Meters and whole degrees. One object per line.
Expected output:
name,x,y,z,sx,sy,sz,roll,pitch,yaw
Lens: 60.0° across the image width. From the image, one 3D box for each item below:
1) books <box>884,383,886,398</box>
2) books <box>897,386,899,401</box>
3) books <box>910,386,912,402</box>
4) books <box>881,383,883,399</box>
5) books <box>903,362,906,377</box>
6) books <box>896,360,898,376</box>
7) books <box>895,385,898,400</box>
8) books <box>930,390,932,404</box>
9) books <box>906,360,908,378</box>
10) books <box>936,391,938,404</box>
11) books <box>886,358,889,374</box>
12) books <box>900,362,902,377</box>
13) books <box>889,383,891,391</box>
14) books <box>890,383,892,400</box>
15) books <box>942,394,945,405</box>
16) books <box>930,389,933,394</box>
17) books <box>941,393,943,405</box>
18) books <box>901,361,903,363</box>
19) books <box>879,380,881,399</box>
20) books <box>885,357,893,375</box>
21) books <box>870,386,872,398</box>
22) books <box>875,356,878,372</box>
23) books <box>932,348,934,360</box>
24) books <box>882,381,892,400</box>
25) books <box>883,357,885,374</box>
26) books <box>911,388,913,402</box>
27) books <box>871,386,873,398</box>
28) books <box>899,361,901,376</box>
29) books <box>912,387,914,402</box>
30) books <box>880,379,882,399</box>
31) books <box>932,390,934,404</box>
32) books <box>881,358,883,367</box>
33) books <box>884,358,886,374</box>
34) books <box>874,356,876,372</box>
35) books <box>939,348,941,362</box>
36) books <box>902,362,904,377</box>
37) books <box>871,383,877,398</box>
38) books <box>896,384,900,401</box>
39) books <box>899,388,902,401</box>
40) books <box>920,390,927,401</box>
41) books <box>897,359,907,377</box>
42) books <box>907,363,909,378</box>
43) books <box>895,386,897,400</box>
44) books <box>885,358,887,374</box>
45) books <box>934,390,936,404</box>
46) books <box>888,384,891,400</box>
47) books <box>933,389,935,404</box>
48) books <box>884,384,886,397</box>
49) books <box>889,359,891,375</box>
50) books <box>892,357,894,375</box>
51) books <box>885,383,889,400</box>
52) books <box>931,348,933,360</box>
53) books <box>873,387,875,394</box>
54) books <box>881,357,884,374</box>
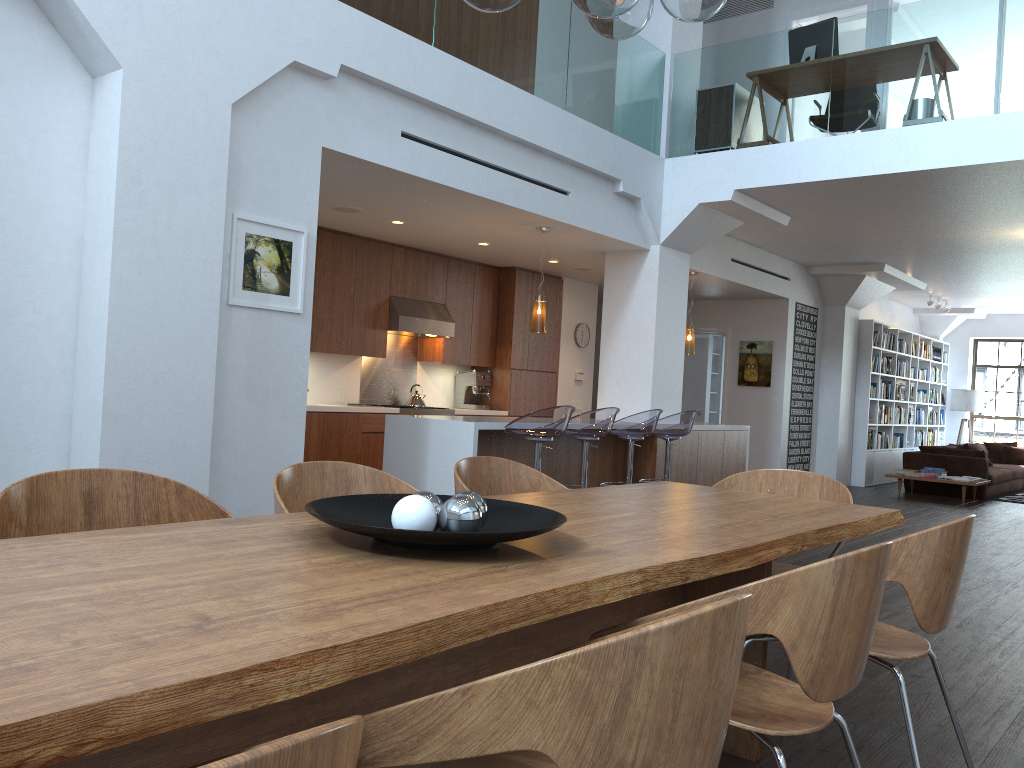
books,5.604,0.105,13.523,0.182,0.253,0.034,3,-1,39
books,6.013,0.146,13.988,0.161,0.223,0.032,3,-1,39
books,6.453,0.162,14.539,0.174,0.251,0.051,3,-1,39
books,5.486,0.104,13.342,0.174,0.239,0.045,3,-1,39
books,6.199,-0.228,14.203,0.174,0.239,0.045,3,-1,39
books,5.940,-0.252,13.870,0.182,0.253,0.034,3,-1,39
books,5.963,0.135,13.932,0.174,0.240,0.054,3,-1,39
books,7.230,0.220,15.503,0.174,0.240,0.054,3,-1,39
books,6.279,-0.245,14.316,0.197,0.283,0.065,3,-1,39
books,7.501,0.240,15.851,0.174,0.236,0.142,3,-1,38
books,5.642,-0.271,13.535,0.183,0.253,0.042,3,-1,39
books,6.082,-0.231,14.068,0.167,0.230,0.037,3,-1,39
books,5.727,0.113,13.647,0.182,0.253,0.034,3,-1,39
books,5.757,0.115,13.667,0.182,0.253,0.034,3,-1,39
books,7.804,0.271,16.215,0.182,0.215,0.188,3,-1,39
books,7.293,0.217,15.597,0.183,0.253,0.042,3,-1,39
books,7.740,0.270,16.150,0.167,0.210,0.162,3,-1,39
books,6.138,-0.237,14.134,0.159,0.250,0.026,3,-1,39
books,5.393,0.075,13.242,0.197,0.283,0.065,3,-1,39
books,5.779,-0.277,13.716,0.198,0.284,0.049,3,-1,39
books,5.177,0.114,12.940,0.128,0.178,0.022,3,-1,39
books,5.286,-0.289,13.066,0.174,0.242,0.105,3,-1,39
books,7.299,-0.520,15.534,0.161,0.223,0.032,3,-1,39
books,5.789,0.099,13.722,0.176,0.294,0.102,3,-1,39
books,5.546,-0.280,13.417,0.180,0.259,0.042,3,-1,39
books,6.500,0.180,14.592,0.161,0.223,0.030,3,-1,39
books,5.200,0.113,12.982,0.134,0.184,0.030,3,-1,39
books,6.045,-0.245,14.008,0.182,0.253,0.034,3,-1,39
books,6.557,0.172,14.679,0.171,0.246,0.036,3,-1,39
books,5.435,0.075,13.286,0.176,0.290,0.053,3,-1,39
books,7.341,0.224,15.652,0.171,0.246,0.039,3,-1,39
books,5.438,-0.275,13.277,0.174,0.236,0.142,3,-1,39
books,5.572,-0.274,13.446,0.160,0.251,0.039,3,-1,39
books,5.256,-0.290,13.039,0.172,0.239,0.093,3,-1,39
books,7.580,-0.516,15.908,0.183,0.253,0.042,3,-1,39
books,6.165,-0.233,14.165,0.170,0.245,0.057,3,-1,39
books,5.321,0.097,13.125,0.140,0.231,0.042,3,-1,39
books,6.026,0.132,14.026,0.183,0.253,0.042,3,-1,39
books,6.109,0.162,14.113,0.161,0.207,0.135,3,-1,38
books,7.083,0.214,15.310,0.140,0.231,0.042,3,-1,39
books,6.245,-0.250,14.266,0.176,0.290,0.053,3,-1,39
books,6.335,-0.224,14.364,0.159,0.250,0.026,3,-1,39
books,5.934,0.141,13.899,0.161,0.223,0.032,3,-1,39
books,5.599,-0.270,13.475,0.171,0.246,0.039,3,-1,39
books,7.446,0.227,15.780,0.183,0.253,0.042,3,-1,39
books,5.707,0.118,13.612,0.174,0.239,0.045,3,-1,39
books,7.387,0.221,15.716,0.180,0.259,0.042,3,-1,39
books,5.592,0.115,13.486,0.167,0.230,0.037,3,-1,39
books,5.720,-0.259,13.616,0.174,0.240,0.054,3,-1,39
books,5.825,-0.278,13.746,0.176,0.291,0.053,3,-1,39
books,5.643,0.107,13.535,0.182,0.253,0.034,3,-1,39
books,7.254,-0.523,15.486,0.161,0.223,0.032,3,-1,39
books,5.273,0.127,13.052,0.120,0.167,0.020,3,-1,39
books,5.496,-0.281,13.346,0.183,0.253,0.042,3,-1,39
